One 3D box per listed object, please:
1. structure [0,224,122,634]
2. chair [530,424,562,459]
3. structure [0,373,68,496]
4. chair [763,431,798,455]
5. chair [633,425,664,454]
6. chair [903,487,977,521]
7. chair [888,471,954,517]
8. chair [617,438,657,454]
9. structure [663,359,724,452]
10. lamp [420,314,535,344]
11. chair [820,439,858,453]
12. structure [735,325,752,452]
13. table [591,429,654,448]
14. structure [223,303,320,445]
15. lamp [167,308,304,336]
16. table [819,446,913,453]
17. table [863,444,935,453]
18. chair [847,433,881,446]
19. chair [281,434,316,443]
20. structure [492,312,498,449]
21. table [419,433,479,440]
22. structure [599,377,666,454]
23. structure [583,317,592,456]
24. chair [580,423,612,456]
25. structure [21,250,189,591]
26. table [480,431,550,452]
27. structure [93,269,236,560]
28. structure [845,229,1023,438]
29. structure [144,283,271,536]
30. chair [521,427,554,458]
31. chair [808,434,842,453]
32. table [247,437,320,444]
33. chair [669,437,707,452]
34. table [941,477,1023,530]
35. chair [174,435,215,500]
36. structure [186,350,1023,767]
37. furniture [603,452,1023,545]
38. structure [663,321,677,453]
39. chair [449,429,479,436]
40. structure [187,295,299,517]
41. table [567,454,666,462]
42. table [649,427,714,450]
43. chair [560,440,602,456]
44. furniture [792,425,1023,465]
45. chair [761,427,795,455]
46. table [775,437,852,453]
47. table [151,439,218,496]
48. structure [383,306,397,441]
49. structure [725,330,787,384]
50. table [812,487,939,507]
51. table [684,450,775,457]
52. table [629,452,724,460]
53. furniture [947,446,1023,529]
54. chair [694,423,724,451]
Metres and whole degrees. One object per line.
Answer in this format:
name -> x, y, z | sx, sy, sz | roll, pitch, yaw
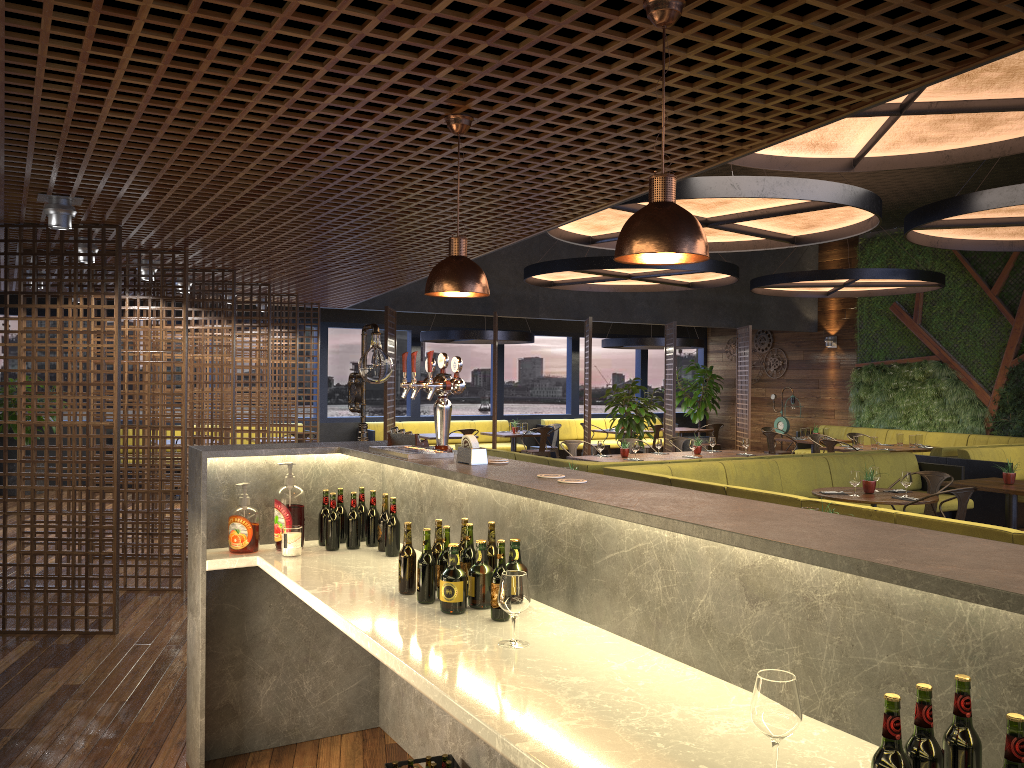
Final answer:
structure -> -3.264, 0.298, 5.878 | 1.319, 2.700, 0.050 | 1, 0, 0
chair -> 0.606, 1.172, 15.909 | 0.541, 0.917, 0.504 | 0, 0, -30
structure -> -7.097, 0.690, 12.923 | 0.993, 1.763, 1.166 | 1, 0, 31
chair -> 4.348, 1.219, 14.361 | 0.541, 0.917, 0.504 | 0, 0, -30
chair -> 2.506, 1.190, 16.206 | 0.504, 0.917, 0.541 | 0, 0, -30
chair -> 3.374, 1.249, 7.045 | 0.504, 0.917, 0.541 | 0, 0, -30
chair -> 3.612, 1.246, 7.895 | 0.541, 0.917, 0.504 | 0, 0, -30
chair -> 1.691, 1.205, 11.933 | 0.504, 0.917, 0.541 | 0, 0, -30
structure -> 4.036, 0.558, 19.211 | 1.493, 2.184, 1.272 | 0, 0, -30
lamp -> -0.589, -1.814, 15.372 | 1.979, 2.172, 1.979 | 1, 0, 15
chair -> 4.621, 1.232, 12.462 | 0.541, 0.917, 0.504 | 0, 0, -30
structure -> 4.165, 0.319, 15.972 | 0.050, 2.700, 0.852 | 1, 0, 0
table -> 2.126, 1.262, 16.799 | 0.906, 0.763, 0.887 | 0, 0, -30
structure -> -3.246, 0.266, 11.896 | 1.319, 2.700, 0.050 | 1, 0, 0
lamp -> -4.124, -1.839, 13.344 | 1.979, 2.172, 1.979 | 0, 0, -23
table -> 5.106, 1.314, 12.826 | 0.887, 0.763, 0.906 | 0, 0, -30
table -> 5.915, 1.320, 13.290 | 0.887, 0.763, 0.906 | 0, 0, -30
chair -> 5.528, 1.234, 13.855 | 0.504, 0.917, 0.541 | 0, 0, -30
chair -> -3.147, 1.150, 12.964 | 0.504, 0.917, 0.541 | 0, 0, -30
structure -> -0.259, 0.288, 13.435 | 0.050, 2.700, 0.852 | 1, 0, 0
table -> -1.169, 1.239, 14.905 | 0.887, 0.763, 0.906 | 0, 0, -30
structure -> 1.843, 0.776, 13.896 | 0.993, 1.763, 1.166 | 1, 0, 31
structure -> 1.216, 0.298, 14.281 | 0.050, 2.700, 0.852 | 1, 0, 0
chair -> 1.544, 1.179, 16.516 | 0.541, 0.917, 0.504 | 0, 0, -30
structure -> -3.261, 0.292, 7.082 | 1.319, 2.700, 0.050 | 1, 0, 0
table -> 0.045, 1.247, 15.605 | 0.906, 0.763, 0.887 | 0, 0, -30
structure -> -3.257, 0.285, 8.285 | 1.319, 2.700, 0.050 | 1, 0, 0
structure -> 8.608, -0.565, 12.754 | 0.918, 4.593, 9.182 | 0, 0, -31
structure -> -3.254, 0.279, 9.489 | 1.319, 2.700, 0.050 | 1, 0, 0
chair -> 0.421, 1.175, 15.010 | 0.504, 0.917, 0.541 | 0, 0, -30
chair -> 4.774, 1.228, 13.423 | 0.504, 0.917, 0.541 | 0, 0, -30
table -> -3.511, 1.222, 13.562 | 0.887, 0.763, 0.906 | 0, 0, -30
chair -> 2.472, 1.211, 12.381 | 0.504, 0.917, 0.541 | 0, 0, -30
table -> 4.743, 1.334, 8.414 | 0.887, 0.763, 0.906 | 0, 0, -30
chair -> -4.387, 1.141, 12.253 | 0.504, 0.917, 0.541 | 0, 0, -30
structure -> 0.252, 0.359, 1.284 | 2.700, 2.700, 9.298 | 0, 0, -30
furniture -> 2.983, 1.240, 8.547 | 4.895, 0.914, 7.462 | 0, 0, -35
structure -> 2.690, 0.309, 15.127 | 0.050, 2.700, 0.852 | 1, 0, 0
chair -> -0.820, 1.167, 14.299 | 0.504, 0.917, 0.541 | 0, 0, -30
structure -> -3.250, 0.272, 10.693 | 1.319, 2.700, 0.050 | 1, 0, 0
table -> 1.284, 1.286, 10.809 | 0.906, 0.763, 0.887 | 0, 0, -30
table -> 3.342, 1.271, 17.492 | 0.887, 0.763, 0.906 | 0, 0, -30
chair -> 0.904, 1.199, 11.482 | 0.504, 0.917, 0.541 | 0, 0, -30
furniture -> 5.655, 1.238, 13.875 | 3.378, 0.916, 4.755 | 0, 0, -30
chair -> 4.609, 1.216, 15.370 | 0.504, 0.917, 0.541 | 0, 0, -30
table -> 5.029, 1.303, 14.729 | 0.887, 0.763, 0.906 | 0, 0, -30
table -> -4.726, 1.214, 12.865 | 0.887, 0.763, 0.906 | 0, 0, -30
structure -> -1.734, 0.277, 12.589 | 0.050, 2.700, 0.852 | 1, 0, 0
structure -> 5.157, -0.588, 18.869 | 0.058, 1.178, 1.791 | 0, 0, -30
table -> 3.094, 1.321, 7.596 | 1.007, 0.760, 1.007 | 1, 0, 8
table -> 2.852, 1.297, 11.714 | 0.906, 0.763, 0.887 | 0, 0, -30
table -> 2.070, 1.292, 11.260 | 0.906, 0.763, 0.887 | 0, 0, -30
furniture -> 7.959, 1.284, 9.852 | 3.372, 0.914, 4.503 | 0, 0, -30
chair -> 3.746, 1.199, 16.917 | 0.504, 0.917, 0.541 | 0, 0, -30
